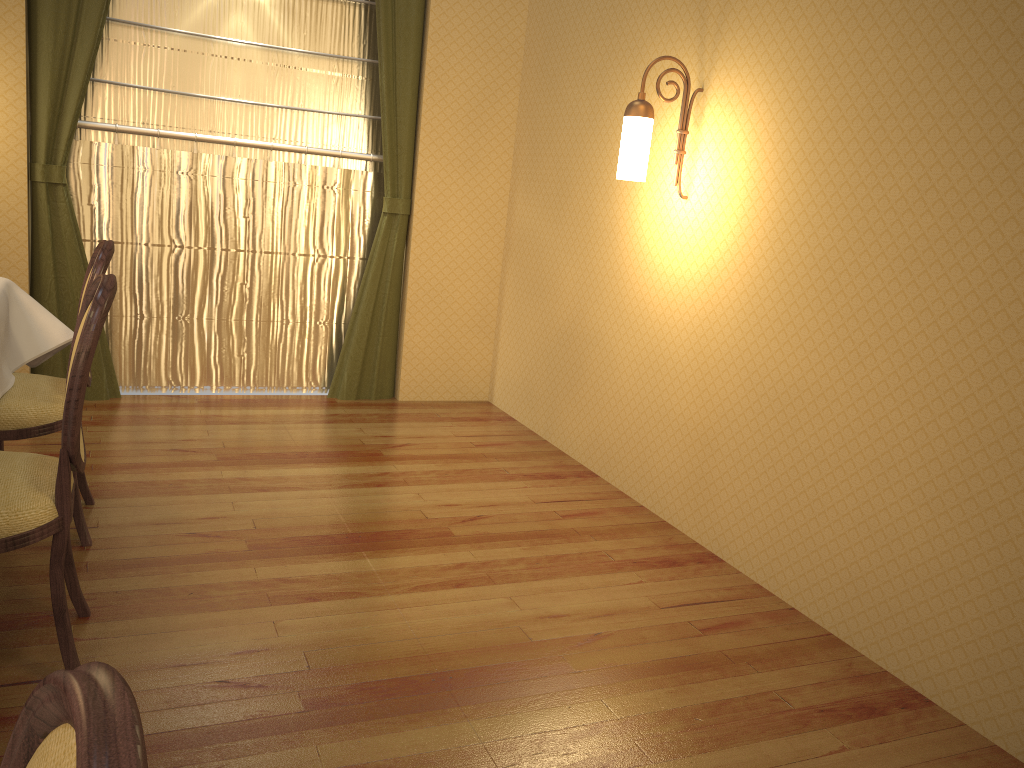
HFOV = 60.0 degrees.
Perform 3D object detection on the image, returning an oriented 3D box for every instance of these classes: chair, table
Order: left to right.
[{"bbox_3d":[-0.494,0.649,0.435,0.571,0.955,0.530,0,14,-25],"label":"chair"},{"bbox_3d":[-1.930,0.174,2.321,1.385,0.759,2.152,0,14,-24],"label":"table"},{"bbox_3d":[-1.231,0.210,2.053,0.571,0.955,0.530,0,14,-25],"label":"chair"},{"bbox_3d":[-1.570,0.009,2.797,0.571,0.955,0.530,0,14,-25],"label":"chair"}]

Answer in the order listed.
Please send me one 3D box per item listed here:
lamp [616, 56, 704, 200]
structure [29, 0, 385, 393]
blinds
[{"bbox_3d":[0.558,-0.980,3.381,0.323,0.513,0.114,-3,15,-35],"label":"lamp"},{"bbox_3d":[-1.327,-2.139,4.333,1.898,4.511,0.137,0,14,-25],"label":"structure"},{"bbox_3d":[-1.270,-2.123,4.228,1.876,4.537,0.129,0,14,-25],"label":"blinds"}]
